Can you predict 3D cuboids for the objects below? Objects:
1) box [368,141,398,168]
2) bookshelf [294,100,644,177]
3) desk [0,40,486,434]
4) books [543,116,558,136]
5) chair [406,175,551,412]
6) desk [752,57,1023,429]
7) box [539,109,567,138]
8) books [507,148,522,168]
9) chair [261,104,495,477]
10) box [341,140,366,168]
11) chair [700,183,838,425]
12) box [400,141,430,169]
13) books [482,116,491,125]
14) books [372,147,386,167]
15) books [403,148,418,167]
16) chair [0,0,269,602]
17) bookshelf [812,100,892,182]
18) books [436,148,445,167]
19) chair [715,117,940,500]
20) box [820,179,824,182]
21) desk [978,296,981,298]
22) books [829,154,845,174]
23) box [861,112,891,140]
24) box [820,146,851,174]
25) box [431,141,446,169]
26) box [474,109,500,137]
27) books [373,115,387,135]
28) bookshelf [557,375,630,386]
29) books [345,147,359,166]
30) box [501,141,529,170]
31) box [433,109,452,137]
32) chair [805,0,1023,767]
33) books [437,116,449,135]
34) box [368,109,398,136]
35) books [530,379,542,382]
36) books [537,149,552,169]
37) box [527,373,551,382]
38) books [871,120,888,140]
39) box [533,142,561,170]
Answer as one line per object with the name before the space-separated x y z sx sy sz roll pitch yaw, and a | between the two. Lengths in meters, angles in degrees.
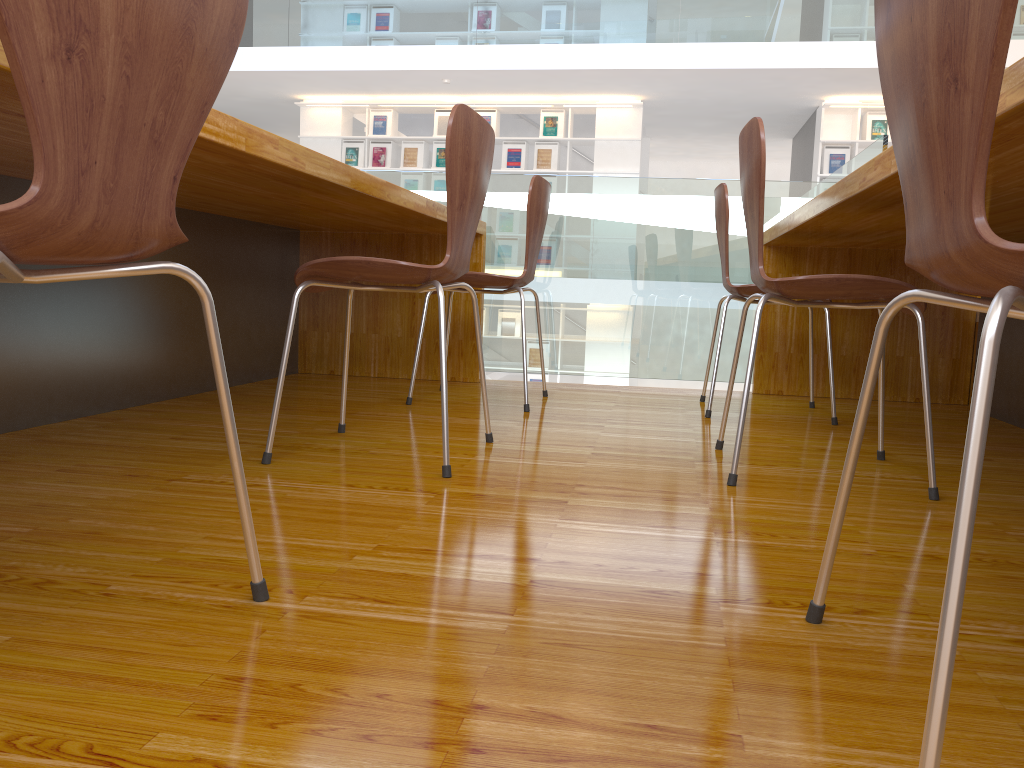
box | -1.394 -2.464 9.584 0.245 0.296 0.274 3 6 10
bookshelf | -0.497 -2.071 9.451 3.666 1.836 0.498 3 6 10
desk | -1.003 0.016 1.934 1.248 1.022 3.216 3 6 10
books | 0.395 -2.650 9.134 0.145 0.210 0.037 3 6 10
chair | -0.085 -0.291 2.806 0.381 0.693 0.428 3 6 10
desk | 1.019 -0.089 1.662 0.760 0.606 3.356 3 6 10
box | 0.427 -2.690 9.233 0.245 0.296 0.274 3 6 10
books | 0.022 -2.345 9.232 0.145 0.210 0.037 3 6 10
chair | -0.251 -0.199 1.854 0.381 0.693 0.428 3 6 10
box | -1.696 -2.480 9.622 0.245 0.296 0.274 3 6 10
chair | 0.806 -0.254 2.768 0.381 0.693 0.428 3 6 10
box | -1.043 -2.443 9.513 0.245 0.296 0.274 3 6 10
books | -0.295 -2.690 9.250 0.145 0.210 0.037 3 6 10
books | -1.419 -2.422 9.474 0.145 0.210 0.037 3 6 10
books | -1.077 -2.402 9.417 0.145 0.210 0.037 3 6 10
chair | -0.477 -0.095 0.775 0.381 0.693 0.428 3 6 10
bookshelf | 4.488 -1.798 8.609 2.984 1.836 0.498 3 6 10
books | -0.727 -2.383 9.355 0.145 0.210 0.037 3 6 10
chair | 0.641 -0.162 1.815 0.381 0.693 0.428 3 6 10
box | 3.221 -1.889 8.890 0.245 0.296 0.274 3 6 10
desk | 3.701 -0.725 4.686 3.196 0.757 1.248 3 6 10
books | 3.211 -2.165 8.757 0.145 0.210 0.037 3 6 10
box | 3.613 -2.522 8.761 0.245 0.296 0.274 3 6 10
box | 3.227 -2.216 8.857 0.245 0.296 0.274 3 6 10
box | -0.704 -2.424 9.455 0.245 0.296 0.274 3 6 10
box | -0.273 -2.729 9.351 0.245 0.296 0.274 3 6 10
books | -1.405 -2.751 9.437 0.145 0.210 0.037 3 6 10
bookshelf | -0.565 -0.027 9.713 3.666 1.836 0.397 3 6 10
books | -1.719 -2.435 9.526 0.145 0.210 0.037 3 6 10
box | 0.032 -2.387 9.331 0.245 0.296 0.274 3 6 10
box | -0.685 -2.751 9.420 0.245 0.296 0.274 3 6 10
chair | 0.488 -0.053 0.712 0.381 0.693 0.428 3 6 10
books | -0.708 -2.711 9.320 0.145 0.210 0.037 3 6 10
box | -1.384 -2.790 9.538 0.245 0.296 0.274 3 6 10
books | 0.257 0.057 9.421 0.145 0.210 0.037 3 6 10
books | 0.333 -2.325 9.180 0.145 0.210 0.037 3 6 10
box | 0.280 0.009 9.521 0.245 0.296 0.274 3 6 10
books | 3.590 -2.473 8.665 0.145 0.210 0.037 3 6 10
box | 0.367 -2.366 9.275 0.245 0.296 0.274 3 6 10
